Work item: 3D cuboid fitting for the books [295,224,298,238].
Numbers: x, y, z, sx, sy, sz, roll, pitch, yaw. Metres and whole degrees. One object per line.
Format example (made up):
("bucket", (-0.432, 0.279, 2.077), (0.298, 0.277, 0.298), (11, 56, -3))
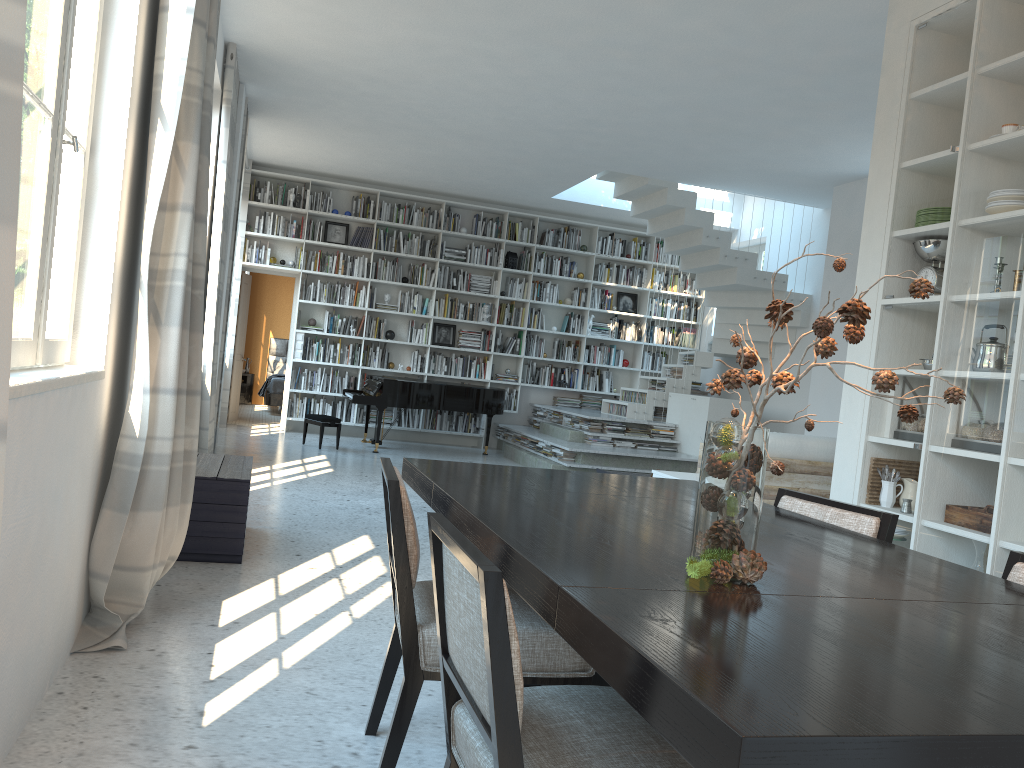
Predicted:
("books", (-2.686, -1.884, 11.031), (0.029, 0.196, 0.146), (6, 1, -16))

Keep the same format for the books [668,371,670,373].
("books", (2.111, -0.143, 11.395), (0.143, 0.019, 0.230), (6, 1, -17))

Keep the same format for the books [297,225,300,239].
("books", (-2.656, -1.877, 11.024), (0.026, 0.188, 0.154), (6, 1, -16))

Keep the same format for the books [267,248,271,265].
("books", (-3.001, -1.556, 10.930), (0.029, 0.211, 0.187), (6, 1, -16))

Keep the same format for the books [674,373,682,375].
("books", (2.089, -0.110, 10.848), (0.214, 0.014, 0.138), (6, 1, 12))

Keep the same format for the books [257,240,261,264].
("books", (-3.109, -1.610, 10.894), (0.013, 0.297, 0.187), (6, 1, -16))

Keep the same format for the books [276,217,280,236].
("books", (-2.889, -1.929, 10.949), (0.021, 0.244, 0.173), (6, 1, -16))

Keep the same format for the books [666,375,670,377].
("books", (2.106, -0.093, 11.396), (0.136, 0.017, 0.288), (6, 1, -18))

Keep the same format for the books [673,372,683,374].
("books", (2.096, -0.129, 10.862), (0.231, 0.011, 0.171), (7, 1, 21))

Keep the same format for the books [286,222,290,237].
("books", (-2.783, -1.895, 11.005), (0.029, 0.198, 0.144), (6, 1, -16))

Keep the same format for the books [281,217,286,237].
("books", (-2.828, -1.926, 10.963), (0.030, 0.251, 0.165), (6, 1, -16))

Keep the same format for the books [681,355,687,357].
("books", (2.297, -0.349, 11.408), (0.190, 0.015, 0.230), (6, 1, -2))

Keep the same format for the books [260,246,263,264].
("books", (-3.084, -1.576, 10.924), (0.010, 0.234, 0.165), (6, 1, -16))

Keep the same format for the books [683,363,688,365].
("books", (2.302, -0.249, 11.411), (0.149, 0.014, 0.228), (6, 1, -4))

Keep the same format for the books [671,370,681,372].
("books", (2.093, -0.146, 10.847), (0.295, 0.007, 0.146), (7, 1, 19))

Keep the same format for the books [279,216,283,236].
("books", (-2.855, -1.934, 10.956), (0.025, 0.261, 0.167), (6, 1, -16))

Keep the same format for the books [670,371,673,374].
("books", (2.101, -0.135, 11.098), (0.178, 0.036, 0.221), (6, 1, -11))

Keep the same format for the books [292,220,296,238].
("books", (-2.704, -1.902, 10.995), (0.029, 0.229, 0.191), (6, 1, -16))

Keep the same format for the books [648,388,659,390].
("books", (1.872, 0.069, 11.360), (0.189, 0.007, 0.195), (6, 1, -18))

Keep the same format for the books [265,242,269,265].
("books", (-3.020, -1.602, 10.936), (0.013, 0.299, 0.179), (6, 1, -16))

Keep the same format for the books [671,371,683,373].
("books", (2.092, -0.138, 10.847), (0.295, 0.007, 0.146), (6, 1, 15))

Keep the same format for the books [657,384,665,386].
("books", (1.938, 0.022, 11.143), (0.189, 0.012, 0.155), (6, 1, -13))

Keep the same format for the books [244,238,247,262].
("books", (-3.272, -1.631, 10.885), (0.013, 0.303, 0.135), (6, 2, -16))

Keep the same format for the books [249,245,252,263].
("books", (-3.210, -1.582, 10.881), (0.010, 0.220, 0.181), (6, 1, -16))

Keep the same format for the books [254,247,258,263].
("books", (-3.152, -1.574, 10.924), (0.023, 0.214, 0.140), (6, 1, -16))

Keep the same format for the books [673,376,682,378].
("books", (2.090, -0.079, 10.864), (0.215, 0.013, 0.189), (7, 1, 17))

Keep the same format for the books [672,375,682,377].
("books", (2.094, -0.088, 10.874), (0.254, 0.007, 0.189), (6, 1, 12))

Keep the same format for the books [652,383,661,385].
("books", (1.897, 0.011, 11.363), (0.140, 0.022, 0.181), (6, 1, -22))

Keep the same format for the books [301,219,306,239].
("books", (-2.600, -1.911, 11.056), (0.037, 0.268, 0.113), (6, 2, -16))

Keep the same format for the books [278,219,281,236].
("books", (-2.882, -1.923, 10.981), (0.011, 0.231, 0.135), (6, 1, -16))

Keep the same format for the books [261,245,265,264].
("books", (-3.062, -1.575, 10.905), (0.021, 0.237, 0.188), (6, 1, -16))

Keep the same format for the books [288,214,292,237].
("books", (-2.752, -1.945, 10.986), (0.012, 0.303, 0.189), (6, 1, -16))

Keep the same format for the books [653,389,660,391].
("books", (1.903, 0.082, 11.369), (0.130, 0.014, 0.188), (6, 1, -16))

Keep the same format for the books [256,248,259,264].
("books", (-3.130, -1.567, 10.909), (0.011, 0.206, 0.163), (6, 1, -16))

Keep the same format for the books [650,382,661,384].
("books", (1.892, -0.005, 11.361), (0.160, 0.009, 0.207), (6, 1, -20))

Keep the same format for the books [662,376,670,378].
("books", (2.080, -0.078, 11.390), (0.190, 0.018, 0.287), (6, 1, -17))

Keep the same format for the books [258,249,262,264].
("books", (-3.101, -1.557, 10.914), (0.024, 0.193, 0.180), (6, 1, -16))

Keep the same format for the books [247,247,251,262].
("books", (-3.232, -1.573, 10.884), (0.029, 0.197, 0.160), (6, 1, -16))

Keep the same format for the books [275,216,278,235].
("books", (-2.904, -1.933, 10.944), (0.012, 0.249, 0.192), (6, 1, -16))

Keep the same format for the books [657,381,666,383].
("books", (1.944, -0.017, 11.142), (0.177, 0.014, 0.193), (6, 1, -21))

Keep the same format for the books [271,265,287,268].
("books", (-2.861, -1.441, 11.003), (0.254, 0.012, 0.160), (6, 1, -16))

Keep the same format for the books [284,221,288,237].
("books", (-2.808, -1.905, 10.989), (0.028, 0.212, 0.138), (6, 1, -16))

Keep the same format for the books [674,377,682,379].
("books", (2.091, -0.066, 10.870), (0.206, 0.012, 0.183), (6, 1, 12))

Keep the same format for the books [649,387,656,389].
("books", (1.880, 0.062, 11.361), (0.158, 0.009, 0.216), (6, 1, -22))

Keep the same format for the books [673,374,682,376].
("books", (2.092, -0.097, 10.861), (0.221, 0.011, 0.180), (7, 1, 16))

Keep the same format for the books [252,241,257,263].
("books", (-3.166, -1.609, 10.901), (0.022, 0.281, 0.156), (6, 1, -16))

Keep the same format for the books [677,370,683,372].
("books", (2.099, -0.157, 10.863), (0.184, 0.016, 0.179), (6, 1, 13))

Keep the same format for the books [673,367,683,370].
("books", (2.100, -0.182, 10.856), (0.233, 0.025, 0.157), (7, 1, 22))

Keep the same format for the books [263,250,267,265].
("books", (-3.051, -1.552, 10.951), (0.029, 0.191, 0.134), (6, 1, -16))

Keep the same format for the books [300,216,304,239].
("books", (-2.619, -1.926, 11.034), (0.014, 0.294, 0.172), (6, 1, -16))

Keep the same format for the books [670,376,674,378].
("books", (2.086, -0.080, 11.141), (0.184, 0.016, 0.128), (6, 1, -8))

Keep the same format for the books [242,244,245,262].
("books", (-3.283, -1.591, 10.861), (0.013, 0.222, 0.162), (6, 1, -16))

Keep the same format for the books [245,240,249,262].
("books", (-3.250, -1.618, 10.869), (0.023, 0.282, 0.170), (6, 1, -16))

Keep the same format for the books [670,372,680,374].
("books", (2.090, -0.121, 10.847), (0.295, 0.006, 0.146), (7, 1, 19))

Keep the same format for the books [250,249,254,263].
("books", (-3.200, -1.564, 10.911), (0.029, 0.185, 0.134), (6, 1, -16))

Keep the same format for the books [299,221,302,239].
("books", (-2.639, -1.899, 11.042), (0.014, 0.236, 0.143), (6, 1, -16))

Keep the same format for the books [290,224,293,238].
("books", (-2.742, -1.883, 11.008), (0.031, 0.182, 0.151), (6, 1, -16))

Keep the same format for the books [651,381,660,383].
("books", (1.896, -0.022, 11.361), (0.161, 0.012, 0.194), (6, 1, -18))
